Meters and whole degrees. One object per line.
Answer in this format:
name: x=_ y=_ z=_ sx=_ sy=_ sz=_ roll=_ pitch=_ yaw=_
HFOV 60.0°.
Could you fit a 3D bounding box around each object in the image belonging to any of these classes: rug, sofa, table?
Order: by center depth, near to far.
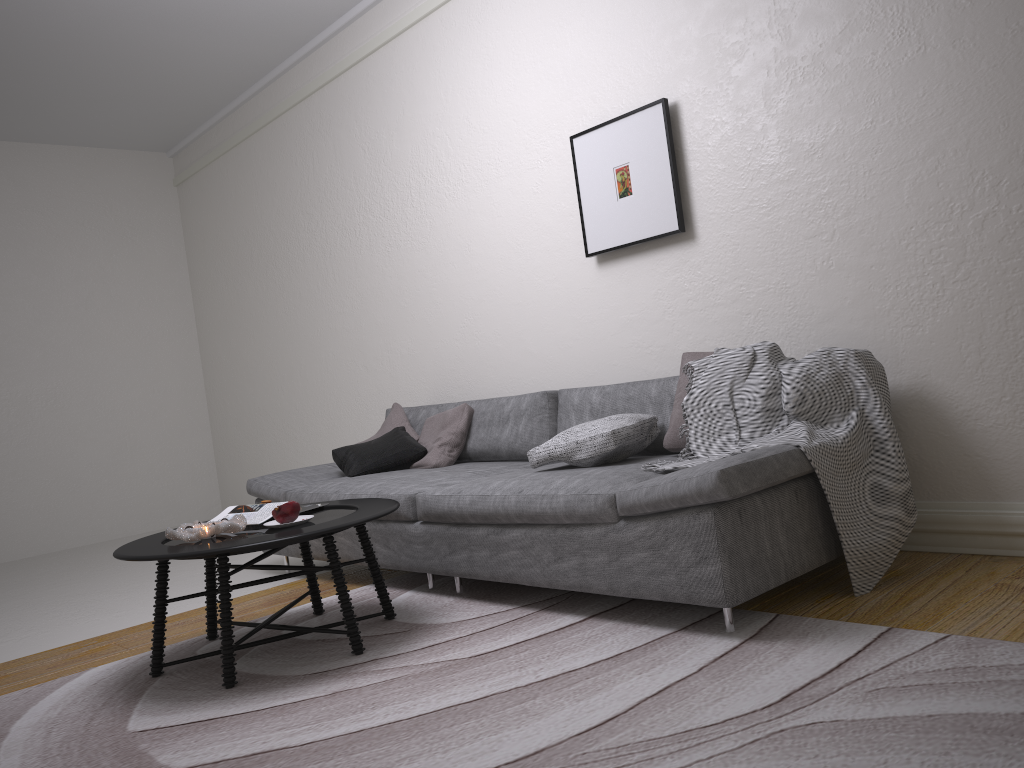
rug: x=0.018 y=0.803 z=2.068 sx=1.990 sy=0.008 sz=3.634 roll=-8 pitch=0 yaw=-42
table: x=-0.833 y=0.706 z=3.073 sx=0.962 sy=0.449 sz=0.925 roll=-8 pitch=0 yaw=-44
sofa: x=0.005 y=0.436 z=3.884 sx=1.124 sy=0.772 sz=2.997 roll=-8 pitch=0 yaw=-42

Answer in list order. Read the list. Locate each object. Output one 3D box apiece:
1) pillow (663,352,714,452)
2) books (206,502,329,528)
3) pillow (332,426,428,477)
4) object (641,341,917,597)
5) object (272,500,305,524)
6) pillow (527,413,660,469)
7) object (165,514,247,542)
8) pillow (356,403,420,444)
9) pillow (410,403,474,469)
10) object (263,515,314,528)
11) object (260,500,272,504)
pillow: x=0.763 y=0.062 z=3.263 sx=0.246 sy=0.390 sz=0.418 roll=-8 pitch=0 yaw=-41
books: x=-0.924 y=0.467 z=3.294 sx=0.300 sy=0.048 sz=0.378 roll=-8 pitch=0 yaw=27
pillow: x=-0.673 y=0.373 z=4.512 sx=0.427 sy=0.268 sz=0.396 roll=-8 pitch=0 yaw=-21
object: x=0.892 y=0.284 z=3.012 sx=0.876 sy=0.866 sz=0.625 roll=-8 pitch=0 yaw=14
object: x=-0.758 y=0.435 z=3.003 sx=0.111 sy=0.082 sz=0.088 roll=-8 pitch=0 yaw=-7
pillow: x=0.323 y=0.230 z=3.467 sx=0.397 sy=0.194 sz=0.413 roll=-8 pitch=0 yaw=35
object: x=-1.017 y=0.483 z=2.952 sx=0.257 sy=0.062 sz=0.249 roll=-8 pitch=0 yaw=-34
pillow: x=-0.691 y=0.336 z=4.829 sx=0.357 sy=0.448 sz=0.472 roll=-8 pitch=0 yaw=-21
pillow: x=-0.401 y=0.278 z=4.520 sx=0.344 sy=0.318 sz=0.414 roll=-8 pitch=0 yaw=-42
object: x=-0.758 y=0.470 z=3.014 sx=0.167 sy=0.015 sz=0.168 roll=-8 pitch=0 yaw=3
object: x=-0.960 y=0.472 z=3.451 sx=0.118 sy=0.036 sz=0.121 roll=-8 pitch=0 yaw=10
